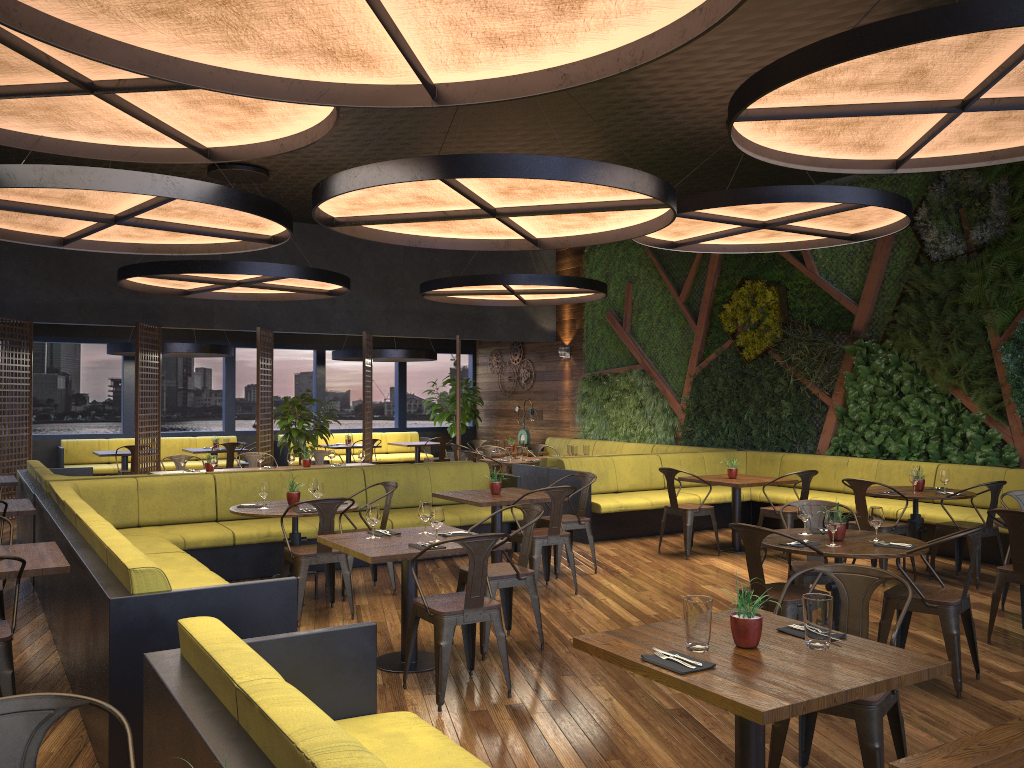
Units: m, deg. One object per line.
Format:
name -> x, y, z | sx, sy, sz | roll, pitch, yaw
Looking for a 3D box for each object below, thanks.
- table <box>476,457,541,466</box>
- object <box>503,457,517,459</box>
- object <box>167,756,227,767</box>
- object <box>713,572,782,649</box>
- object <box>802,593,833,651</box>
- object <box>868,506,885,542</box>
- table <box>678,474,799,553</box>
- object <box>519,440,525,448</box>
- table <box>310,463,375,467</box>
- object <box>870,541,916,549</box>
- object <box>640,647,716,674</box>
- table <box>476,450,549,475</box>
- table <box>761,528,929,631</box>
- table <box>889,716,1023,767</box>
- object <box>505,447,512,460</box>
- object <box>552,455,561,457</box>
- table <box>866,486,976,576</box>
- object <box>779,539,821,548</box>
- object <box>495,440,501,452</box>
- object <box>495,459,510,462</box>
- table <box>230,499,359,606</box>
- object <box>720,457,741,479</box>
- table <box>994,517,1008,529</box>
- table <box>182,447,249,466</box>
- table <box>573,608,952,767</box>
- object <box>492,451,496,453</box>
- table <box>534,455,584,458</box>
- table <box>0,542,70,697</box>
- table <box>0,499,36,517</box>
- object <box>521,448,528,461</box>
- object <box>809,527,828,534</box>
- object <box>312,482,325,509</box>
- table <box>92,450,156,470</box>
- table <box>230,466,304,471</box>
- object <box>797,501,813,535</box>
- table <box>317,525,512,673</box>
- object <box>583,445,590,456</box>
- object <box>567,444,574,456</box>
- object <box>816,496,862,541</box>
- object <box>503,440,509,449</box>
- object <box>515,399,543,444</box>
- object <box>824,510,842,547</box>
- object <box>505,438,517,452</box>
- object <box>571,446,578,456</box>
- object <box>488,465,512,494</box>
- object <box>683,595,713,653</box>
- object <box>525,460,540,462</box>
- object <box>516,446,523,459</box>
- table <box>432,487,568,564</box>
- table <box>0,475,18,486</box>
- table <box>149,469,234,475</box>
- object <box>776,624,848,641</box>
table -> 0.107, 1.446, 12.423 | 0.887, 0.763, 0.906 | 1, -1, -32
object -> -0.035, 1.057, 12.679 | 0.157, 0.019, 0.255 | 1, -1, -32
object -> -0.514, 0.759, 1.503 | 0.238, 0.271, 0.260 | 0, -1, -26
object -> 0.813, 0.783, 3.101 | 0.238, 0.271, 0.260 | 0, -1, 7
object -> 1.064, 0.829, 3.085 | 0.102, 0.178, 0.102 | 0, -1, -26
object -> 2.219, 0.853, 5.403 | 0.097, 0.206, 0.097 | 0, -1, 10
table -> 2.434, 1.401, 9.573 | 0.887, 0.763, 0.906 | 1, -1, -32
object -> 0.158, 1.003, 14.358 | 0.102, 0.178, 0.102 | 0, -1, 4
table -> -2.112, 1.428, 11.244 | 0.906, 0.763, 0.887 | 1, -1, -32
object -> 2.232, 0.944, 5.227 | 0.255, 0.019, 0.157 | -1, -1, 37
object -> 0.532, 0.906, 2.931 | 0.157, 0.019, 0.255 | 1, -1, -32
table -> -0.028, 1.475, 14.323 | 0.887, 0.763, 0.906 | 1, -1, -32
table -> 2.000, 1.336, 5.429 | 1.007, 0.760, 1.007 | 1, -1, -44
table -> 1.516, 1.283, 1.972 | 0.906, 0.763, 0.887 | 1, -1, -32
object -> -0.044, 0.973, 12.353 | 0.102, 0.178, 0.102 | -1, -1, 44
object -> 0.681, 1.064, 13.118 | 0.157, 0.019, 0.255 | 1, -1, -32
table -> 3.768, 1.380, 8.275 | 1.007, 0.760, 1.007 | 0, -1, 26
object -> 1.729, 0.946, 5.285 | 0.255, 0.019, 0.157 | 1, -1, -33
object -> -0.227, 1.003, 14.331 | 0.102, 0.178, 0.102 | -1, -1, 44
object -> -0.153, 1.050, 12.226 | 0.157, 0.019, 0.255 | 1, -1, -32
table -> -1.745, 1.364, 7.135 | 1.007, 0.760, 1.007 | 0, -1, 6
object -> 2.368, 0.882, 9.566 | 0.260, 0.271, 0.238 | 0, -1, 7
table -> 3.877, 1.346, 6.079 | 1.007, 0.760, 1.007 | 0, -1, 26
table -> -5.037, 1.488, 15.048 | 0.906, 0.763, 0.887 | 1, -1, -32
table -> 0.837, 1.301, 3.076 | 0.887, 0.763, 0.906 | 1, -1, -32
object -> -0.335, 1.081, 14.203 | 0.157, 0.019, 0.255 | 1, -1, -32
table -> 0.901, 1.453, 12.912 | 0.887, 0.763, 0.906 | 1, -1, -32
table -> -2.914, 1.328, 4.762 | 0.887, 0.763, 0.906 | 1, -1, -32
table -> -4.328, 1.364, 7.062 | 0.887, 0.763, 0.906 | 1, -1, -32
object -> 0.171, 0.971, 12.263 | 0.102, 0.178, 0.102 | 0, -1, 4
object -> 2.025, 0.953, 5.762 | 0.157, 0.019, 0.255 | 0, -1, 11
object -> -1.529, 0.879, 7.004 | 0.097, 0.206, 0.097 | 0, -1, -7
table -> -6.229, 1.477, 14.311 | 0.887, 0.763, 0.906 | 1, -1, -32
table -> -2.880, 1.421, 10.766 | 0.906, 0.763, 0.887 | 1, -1, -32
object -> 1.874, 0.858, 5.676 | 0.097, 0.206, 0.097 | 0, -1, -25
table -> -0.619, 1.338, 5.472 | 0.906, 0.763, 0.887 | 1, -1, -32
object -> 1.087, 0.981, 12.926 | 0.102, 0.178, 0.102 | -1, -1, 44
object -> 0.865, 0.984, 13.089 | 0.102, 0.178, 0.102 | -1, -1, 44
object -> 1.975, 0.818, 5.427 | 0.260, 0.271, 0.238 | 0, -1, 7
object -> -0.094, 1.006, 14.504 | 0.102, 0.178, 0.102 | 0, -1, 4
object -> 0.316, 1.094, 17.196 | 0.459, 1.615, 0.848 | 1, -1, -32
object -> 1.897, 0.851, 5.238 | 0.097, 0.206, 0.097 | -1, -1, 30
object -> -0.017, 0.957, 14.324 | 0.238, 0.271, 0.260 | 0, -1, -10
object -> 0.895, 0.978, 12.708 | 0.102, 0.178, 0.102 | 0, -1, 4
object -> -0.138, 0.859, 8.013 | 0.260, 0.271, 0.238 | 0, -1, 4
object -> 0.640, 0.829, 3.058 | 0.102, 0.178, 0.102 | 0, -1, 24
object -> 0.297, 1.049, 12.154 | 0.255, 0.019, 0.157 | 1, -1, -32
object -> 0.104, 0.977, 12.621 | 0.102, 0.178, 0.102 | -1, -1, 44
table -> -0.122, 1.377, 8.003 | 0.887, 0.763, 0.906 | 1, -1, -32
table -> -5.745, 1.400, 9.359 | 0.887, 0.763, 0.906 | 1, -1, -32
table -> -3.652, 1.414, 10.292 | 0.906, 0.763, 0.887 | 1, -1, -32
object -> 1.115, 0.911, 3.251 | 0.157, 0.019, 0.255 | 1, -1, -32
